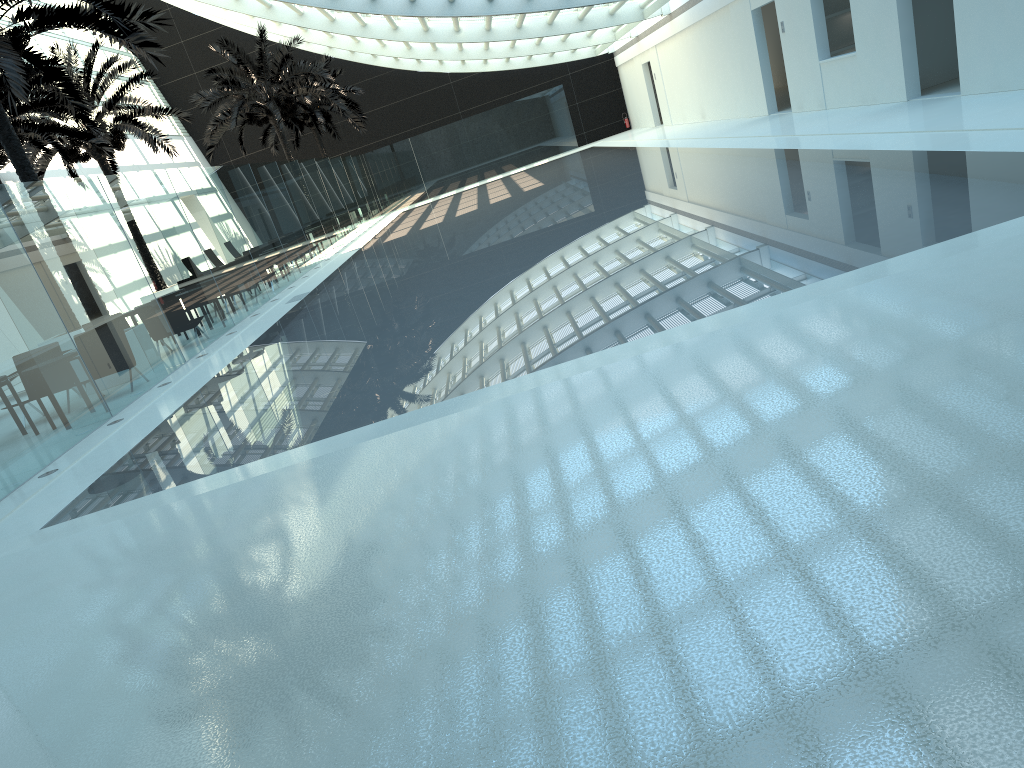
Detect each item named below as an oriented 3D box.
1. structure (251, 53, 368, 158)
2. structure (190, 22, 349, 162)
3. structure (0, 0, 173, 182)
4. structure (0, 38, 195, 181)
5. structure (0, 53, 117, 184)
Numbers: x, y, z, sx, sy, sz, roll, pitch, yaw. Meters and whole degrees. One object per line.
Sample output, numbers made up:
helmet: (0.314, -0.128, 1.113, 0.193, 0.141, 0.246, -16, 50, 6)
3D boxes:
structure: (-7.937, -10.165, 36.866, 4.373, 7.397, 4.637, -25, 21, -16)
structure: (-7.674, -8.114, 29.420, 4.818, 7.398, 4.204, -19, 21, -2)
structure: (-6.992, -3.314, 11.910, 4.875, 7.397, 4.152, -10, 22, 21)
structure: (-10.596, -5.174, 22.973, 4.308, 7.265, 4.357, -3, 25, 35)
structure: (-10.179, -3.703, 17.477, 4.556, 7.201, 4.124, -24, 22, -16)
